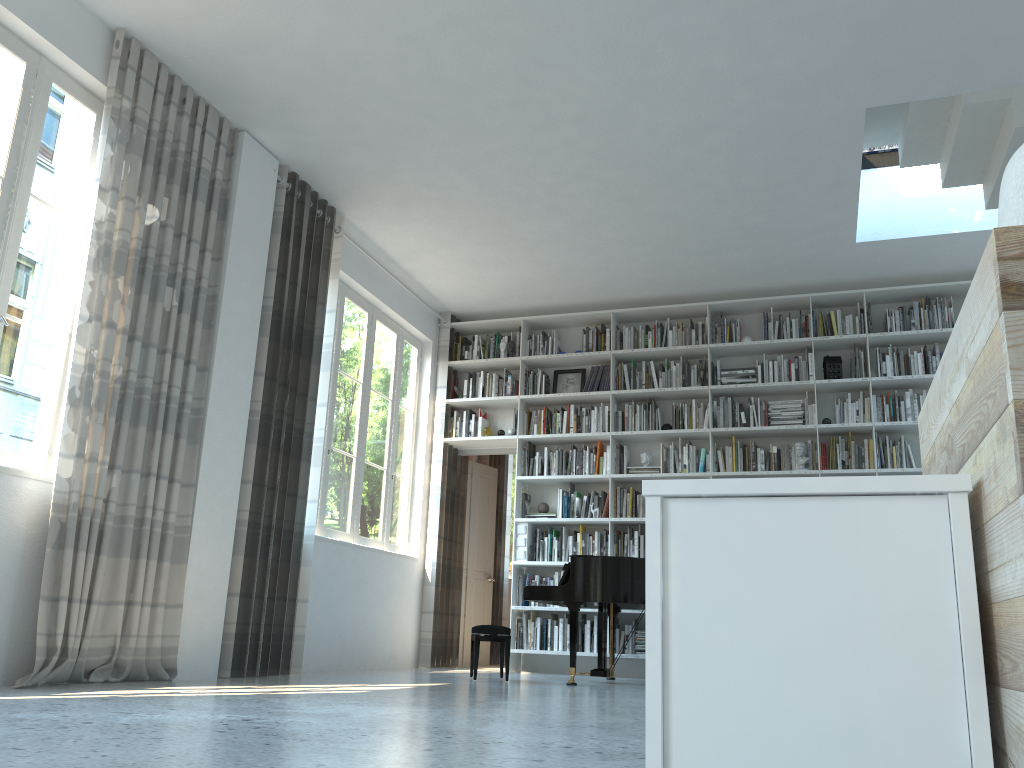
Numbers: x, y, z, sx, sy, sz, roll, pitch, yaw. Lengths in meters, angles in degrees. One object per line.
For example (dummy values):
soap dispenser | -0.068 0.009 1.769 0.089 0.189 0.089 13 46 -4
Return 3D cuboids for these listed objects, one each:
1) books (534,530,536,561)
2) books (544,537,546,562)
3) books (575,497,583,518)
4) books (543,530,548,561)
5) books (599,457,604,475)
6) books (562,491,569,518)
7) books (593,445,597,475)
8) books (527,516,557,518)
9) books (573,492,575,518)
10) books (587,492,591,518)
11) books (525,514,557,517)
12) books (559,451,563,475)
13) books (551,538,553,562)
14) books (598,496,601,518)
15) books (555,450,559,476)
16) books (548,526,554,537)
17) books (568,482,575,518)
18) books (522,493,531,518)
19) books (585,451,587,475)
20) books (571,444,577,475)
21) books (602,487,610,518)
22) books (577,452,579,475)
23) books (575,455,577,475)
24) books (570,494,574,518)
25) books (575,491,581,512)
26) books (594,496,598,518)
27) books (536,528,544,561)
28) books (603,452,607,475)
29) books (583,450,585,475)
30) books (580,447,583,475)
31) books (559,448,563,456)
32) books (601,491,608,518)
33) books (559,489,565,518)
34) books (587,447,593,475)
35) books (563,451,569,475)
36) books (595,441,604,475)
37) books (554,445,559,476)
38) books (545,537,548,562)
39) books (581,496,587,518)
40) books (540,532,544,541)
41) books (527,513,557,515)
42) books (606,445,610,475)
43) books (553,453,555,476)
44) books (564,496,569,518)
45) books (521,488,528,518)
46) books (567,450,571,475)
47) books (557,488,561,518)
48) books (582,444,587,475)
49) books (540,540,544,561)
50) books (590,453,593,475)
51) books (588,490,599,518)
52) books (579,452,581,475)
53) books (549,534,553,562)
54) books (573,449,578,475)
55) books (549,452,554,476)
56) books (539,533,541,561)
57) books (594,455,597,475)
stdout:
books | 0.224 1.430 7.774 0.008 0.284 0.160 -3 -16 19
books | 0.313 1.455 7.726 0.015 0.217 0.177 -3 -16 19
books | 0.590 1.095 7.704 0.029 0.189 0.189 -3 -16 19
books | 0.301 1.424 7.731 0.008 0.279 0.165 -3 -16 19
books | 0.797 0.742 7.761 0.030 0.183 0.152 -3 -16 19
books | 0.473 1.078 7.781 0.031 0.254 0.143 -3 -16 19
books | 0.736 0.696 7.808 0.015 0.292 0.144 -3 -16 19
books | 0.278 1.182 7.818 0.254 0.012 0.161 -2 -16 16
books | 0.566 1.077 7.752 0.022 0.248 0.129 -3 -16 19
books | 0.675 1.075 7.716 0.013 0.241 0.141 -3 -16 19
books | 0.278 1.169 7.819 0.285 0.012 0.160 -4 -17 23
books | 0.453 0.731 7.870 0.024 0.236 0.167 -3 -16 19
books | 0.372 1.458 7.717 0.016 0.210 0.146 -3 -16 19
books | 0.775 1.081 7.666 0.027 0.209 0.144 -3 -16 19
books | 0.421 0.728 7.881 0.021 0.246 0.189 -3 -16 19
books | 0.337 1.406 7.727 0.006 0.314 0.146 -3 -16 19
books | 0.524 1.038 7.779 0.011 0.335 0.154 -3 -16 19
books | 0.126 1.102 7.892 0.028 0.242 0.157 -3 -16 19
books | 0.672 0.725 7.829 0.028 0.242 0.132 -3 -16 19
books | 0.550 0.698 7.854 0.013 0.299 0.152 -3 -16 19
books | 0.836 1.035 7.617 0.082 0.275 0.229 -3 -16 19
books | 0.600 0.728 7.824 0.013 0.228 0.177 -3 -16 19
books | 0.588 0.744 7.839 0.021 0.204 0.130 -3 -16 19
books | 0.543 1.089 7.764 0.030 0.231 0.148 -3 -16 19
books | 0.576 1.070 7.730 0.011 0.249 0.172 -3 -16 19
books | 0.744 1.081 7.666 0.030 0.207 0.173 -3 -16 19
books | 0.248 1.422 7.758 0.014 0.293 0.172 -3 -16 19
books | 0.827 0.721 7.757 0.031 0.223 0.145 -3 -16 19
books | 0.651 0.719 7.828 0.011 0.251 0.139 -3 -16 19
books | 0.627 0.708 7.828 0.012 0.271 0.146 -3 -16 19
books | 0.443 0.720 7.895 0.011 0.270 0.158 -3 -16 19
books | 0.799 1.061 7.667 0.021 0.250 0.154 -3 -16 19
books | 0.445 1.069 7.785 0.024 0.272 0.151 -3 -16 19
books | 0.684 0.701 7.800 0.015 0.274 0.157 -3 -16 19
books | 0.488 0.729 7.867 0.023 0.241 0.185 -3 -16 19
books | 0.768 0.674 7.787 0.035 0.324 0.170 -3 -16 19
books | 0.410 0.709 7.899 0.011 0.292 0.184 -3 -16 19
books | 0.322 1.451 7.709 0.015 0.216 0.180 -3 -16 19
books | 0.641 1.090 7.724 0.056 0.213 0.143 -3 -16 19
books | 0.275 1.432 7.734 0.007 0.263 0.177 -3 -16 19
books | 0.281 1.160 7.829 0.254 0.012 0.161 -4 -17 20
books | 0.857 0.691 7.760 0.027 0.285 0.148 -3 -16 19
books | 0.397 0.740 7.897 0.014 0.229 0.148 -3 -16 19
books | 0.492 1.091 7.738 0.029 0.207 0.190 -3 -16 19
books | 0.111 1.086 7.913 0.012 0.284 0.160 -3 -16 19
books | 0.527 0.725 7.874 0.048 0.255 0.142 -3 -16 19
books | 0.429 1.065 7.793 0.012 0.284 0.160 -3 -16 19
books | 0.643 0.696 7.843 0.011 0.303 0.130 -3 -16 19
books | 0.280 1.463 7.705 0.019 0.188 0.194 -3 -16 19
books | 0.716 0.730 7.800 0.021 0.220 0.149 -3 -16 19
books | 0.705 1.063 7.693 0.060 0.254 0.159 -3 -16 19
books | 0.616 0.731 7.830 0.013 0.227 0.152 -3 -16 19
books | 0.351 1.434 7.696 0.009 0.244 0.185 -3 -16 19
books | 0.569 0.721 7.852 0.021 0.256 0.156 -3 -16 19
books | 0.373 0.741 7.926 0.049 0.242 0.139 -3 -16 19
books | 0.267 1.441 7.755 0.022 0.256 0.142 -3 -16 19
books | 0.743 0.734 7.778 0.013 0.203 0.162 -3 -16 19
